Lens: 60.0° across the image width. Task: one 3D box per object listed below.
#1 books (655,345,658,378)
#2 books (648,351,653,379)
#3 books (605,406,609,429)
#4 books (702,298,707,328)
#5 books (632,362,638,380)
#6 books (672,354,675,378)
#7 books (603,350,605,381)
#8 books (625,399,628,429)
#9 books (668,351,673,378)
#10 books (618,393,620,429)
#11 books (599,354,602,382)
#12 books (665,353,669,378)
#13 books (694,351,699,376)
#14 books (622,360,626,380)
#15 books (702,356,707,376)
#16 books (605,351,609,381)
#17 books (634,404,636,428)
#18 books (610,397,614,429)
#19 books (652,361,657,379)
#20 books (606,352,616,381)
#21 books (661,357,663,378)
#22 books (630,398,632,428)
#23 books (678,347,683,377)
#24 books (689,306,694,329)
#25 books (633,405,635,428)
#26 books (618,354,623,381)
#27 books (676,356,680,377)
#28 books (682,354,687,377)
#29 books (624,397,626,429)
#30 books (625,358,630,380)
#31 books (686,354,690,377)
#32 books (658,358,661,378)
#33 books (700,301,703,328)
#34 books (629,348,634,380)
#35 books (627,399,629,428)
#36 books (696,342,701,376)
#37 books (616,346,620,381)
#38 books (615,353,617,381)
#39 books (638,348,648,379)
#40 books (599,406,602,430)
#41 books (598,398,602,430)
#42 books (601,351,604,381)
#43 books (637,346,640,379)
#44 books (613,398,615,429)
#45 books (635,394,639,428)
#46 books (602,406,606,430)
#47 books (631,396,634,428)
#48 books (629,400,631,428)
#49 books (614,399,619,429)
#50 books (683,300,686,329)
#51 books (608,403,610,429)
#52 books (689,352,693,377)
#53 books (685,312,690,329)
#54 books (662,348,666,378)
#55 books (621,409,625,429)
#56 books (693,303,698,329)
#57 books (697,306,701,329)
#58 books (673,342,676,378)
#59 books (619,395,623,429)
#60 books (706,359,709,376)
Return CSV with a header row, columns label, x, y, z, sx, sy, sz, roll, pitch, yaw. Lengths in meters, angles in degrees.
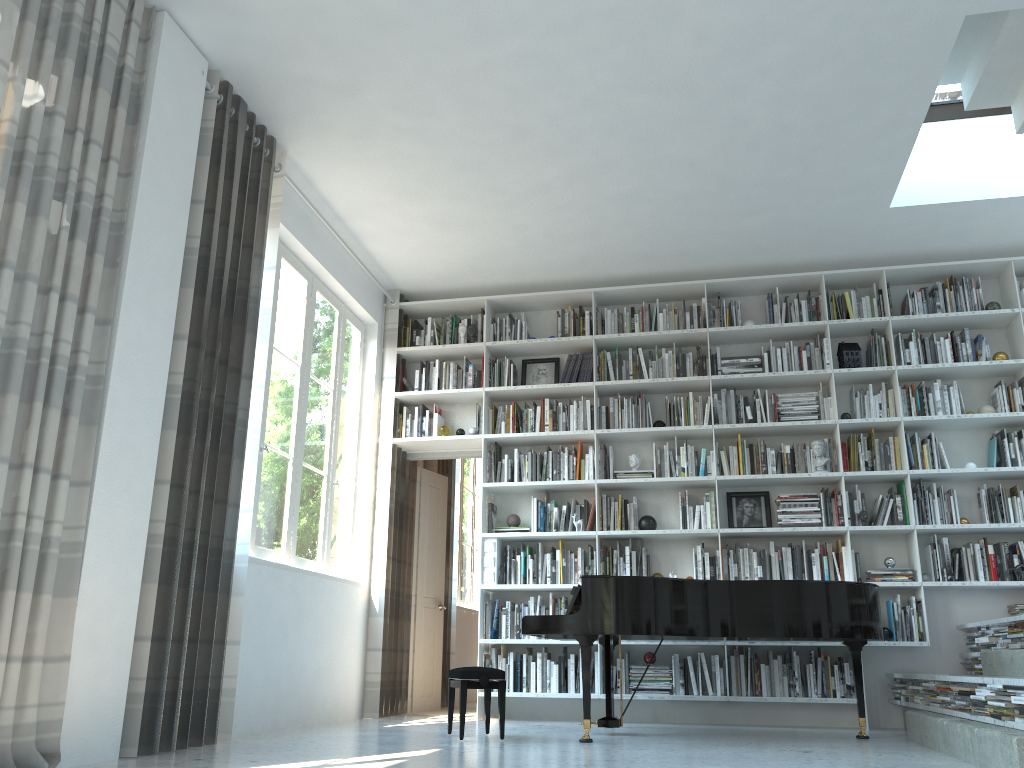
label,x,y,z,sx,sy,sz,roll,pitch,yaw
books,1.100,-0.125,6.707,0.012,0.307,0.145,-3,-17,12
books,1.055,-0.100,6.717,0.027,0.264,0.169,-3,-17,12
books,0.725,0.293,6.683,0.024,0.218,0.140,-3,-17,12
books,1.462,-0.487,6.731,0.026,0.287,0.176,-3,-17,12
books,0.939,-0.053,6.730,0.034,0.180,0.160,-3,-18,12
books,1.219,-0.094,6.674,0.013,0.230,0.142,-3,-17,12
books,0.718,-0.098,6.808,0.014,0.308,0.130,-3,-17,12
books,0.862,0.259,6.623,0.012,0.250,0.184,-3,-17,12
books,1.200,-0.106,6.686,0.028,0.260,0.136,-3,-17,12
books,0.812,0.238,6.670,0.011,0.316,0.155,-3,-17,12
books,0.680,-0.082,6.774,0.023,0.255,0.175,-3,-17,12
books,1.172,-0.093,6.669,0.021,0.225,0.192,-3,-17,12
books,1.381,-0.120,6.638,0.055,0.263,0.167,-3,-17,12
books,0.860,-0.059,6.747,0.024,0.201,0.154,-3,-17,12
books,1.443,-0.091,6.642,0.028,0.211,0.135,-3,-17,12
books,0.725,-0.095,6.782,0.010,0.286,0.149,-3,-17,12
books,0.931,0.277,6.636,0.011,0.225,0.130,-3,-17,12
books,0.757,0.256,6.665,0.026,0.278,0.151,-3,-17,12
books,1.080,-0.063,6.692,0.028,0.179,0.168,-3,-18,12
books,0.764,-0.089,6.778,0.067,0.273,0.168,-3,-17,12
books,1.134,-0.080,6.685,0.010,0.208,0.174,-3,-17,12
books,0.895,0.255,6.625,0.009,0.260,0.181,-3,-17,12
books,1.274,-0.121,6.684,0.022,0.289,0.147,-3,-17,12
books,1.370,-0.455,6.751,0.026,0.236,0.149,-3,-17,12
books,0.914,0.278,6.613,0.011,0.208,0.181,-3,-17,12
books,0.831,-0.081,6.745,0.031,0.241,0.182,-3,-17,12
books,1.251,-0.084,6.676,0.024,0.213,0.150,-3,-17,12
books,1.295,-0.094,6.650,0.030,0.217,0.183,-3,-17,12
books,0.852,0.253,6.625,0.009,0.262,0.190,-3,-17,12
books,0.884,-0.071,6.737,0.029,0.218,0.158,-3,-17,12
books,1.321,-0.096,6.649,0.022,0.222,0.161,-3,-17,12
books,1.123,-0.073,6.713,0.024,0.211,0.128,-3,-17,12
books,1.443,-0.474,6.736,0.014,0.266,0.172,-3,-17,12
books,0.910,-0.108,6.743,0.023,0.292,0.156,-3,-17,12
books,0.878,0.260,6.645,0.010,0.261,0.170,-3,-17,12
books,1.396,-0.140,6.641,0.058,0.301,0.175,-3,-17,12
books,0.810,-0.116,6.759,0.012,0.314,0.172,-3,-17,12
books,0.800,-0.086,6.761,0.011,0.259,0.157,-3,-17,12
books,1.002,-0.112,6.715,0.075,0.284,0.179,-3,-17,12
books,0.673,0.294,6.669,0.015,0.207,0.186,-3,-18,12
books,0.664,0.263,6.698,0.012,0.284,0.160,-3,-17,12
books,0.701,-0.091,6.788,0.013,0.282,0.159,-3,-17,12
books,0.964,-0.116,6.752,0.013,0.314,0.135,-3,-17,12
books,0.775,0.256,6.658,0.012,0.275,0.157,-3,-17,12
books,0.938,0.239,6.625,0.011,0.290,0.177,-3,-17,12
books,0.699,0.292,6.690,0.029,0.224,0.137,-3,-17,12
books,0.906,0.247,6.631,0.011,0.278,0.169,-3,-17,12
books,0.888,0.262,6.641,0.011,0.255,0.152,-3,-17,12
books,0.792,0.262,6.653,0.024,0.261,0.178,-3,-17,12
books,1.321,-0.476,6.764,0.013,0.284,0.160,-3,-17,12
books,0.740,0.278,6.670,0.012,0.239,0.134,-3,-17,12
books,1.346,-0.100,6.660,0.025,0.236,0.153,-3,-17,12
books,1.340,-0.431,6.740,0.031,0.184,0.177,-3,-18,12
books,1.154,-0.114,6.704,0.026,0.285,0.138,-3,-17,12
books,0.839,0.298,6.641,0.029,0.186,0.149,-3,-17,12
books,1.399,-0.465,6.757,0.029,0.260,0.152,-3,-17,12
books,1.422,-0.456,6.726,0.026,0.224,0.172,-3,-17,12
books,1.230,-0.137,6.674,0.011,0.312,0.184,-3,-17,12
books,0.817,0.248,6.643,0.010,0.282,0.184,-3,-17,12
books,1.467,-0.082,6.641,0.019,0.193,0.098,-3,-17,12
